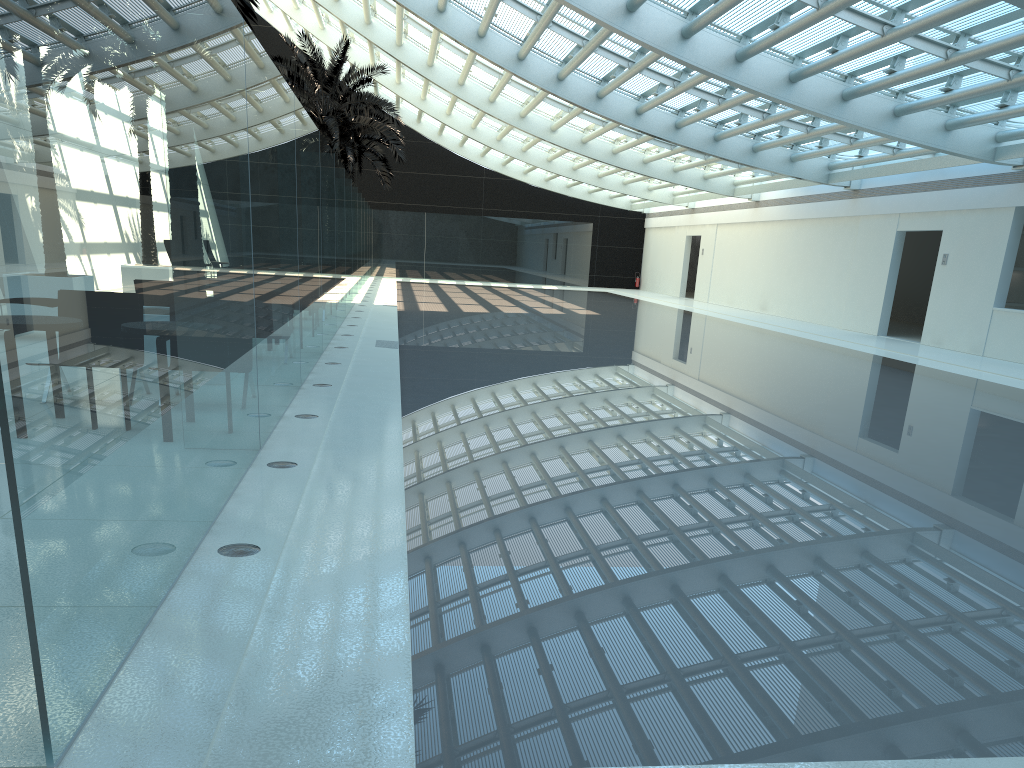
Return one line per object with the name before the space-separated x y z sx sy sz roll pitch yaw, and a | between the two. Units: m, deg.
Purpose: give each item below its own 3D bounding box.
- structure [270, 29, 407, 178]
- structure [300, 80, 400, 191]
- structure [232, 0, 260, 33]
structure | -5.620 -6.504 25.940 4.819 7.331 4.244 -1 16 -14
structure | -6.630 -7.753 33.630 4.424 7.329 4.627 -5 17 -28
structure | -3.182 -3.565 7.875 4.807 7.331 4.256 6 16 10
